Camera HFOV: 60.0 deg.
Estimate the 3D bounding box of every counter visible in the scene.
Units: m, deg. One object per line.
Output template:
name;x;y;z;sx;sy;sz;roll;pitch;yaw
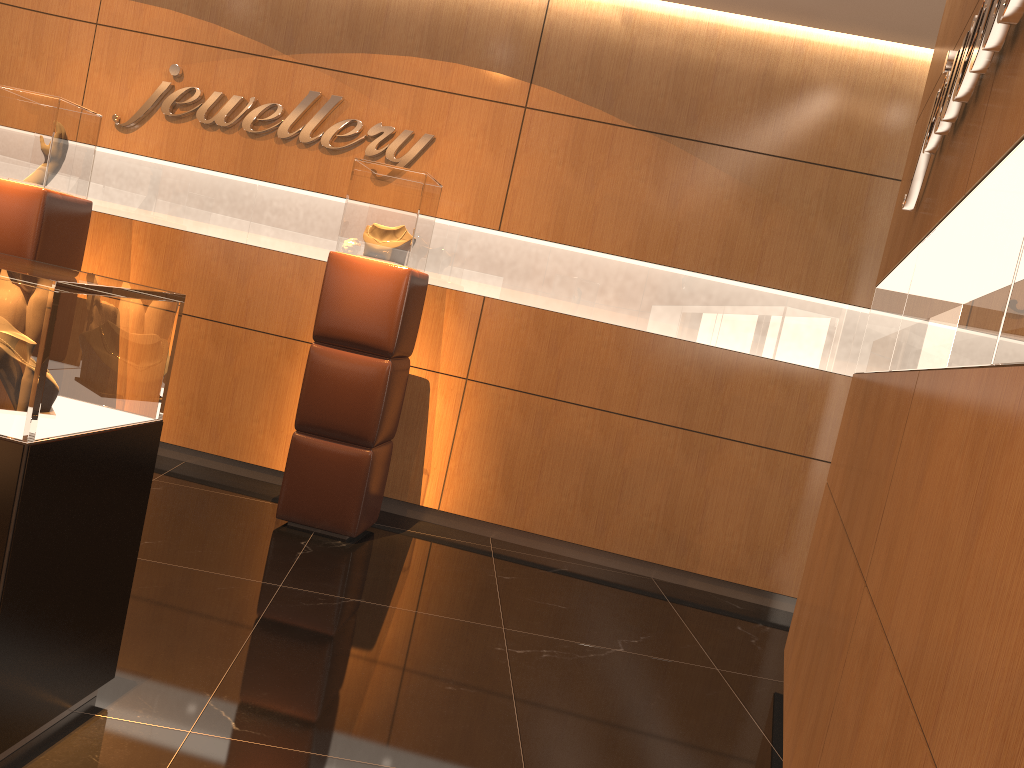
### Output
counter;-2.320;0.050;2.453;2.514;1.173;0.615;13;4;6

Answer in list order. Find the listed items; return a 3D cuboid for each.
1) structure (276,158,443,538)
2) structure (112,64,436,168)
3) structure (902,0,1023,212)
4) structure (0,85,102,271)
structure;-0.817;-0.194;4.898;0.484;1.968;0.498;13;4;6
structure;-1.477;-1.622;5.459;2.050;0.442;0.034;13;4;6
structure;1.096;-0.796;2.071;0.034;0.442;2.050;14;4;17
structure;-2.839;-0.641;5.118;0.484;2.000;0.498;13;4;6
